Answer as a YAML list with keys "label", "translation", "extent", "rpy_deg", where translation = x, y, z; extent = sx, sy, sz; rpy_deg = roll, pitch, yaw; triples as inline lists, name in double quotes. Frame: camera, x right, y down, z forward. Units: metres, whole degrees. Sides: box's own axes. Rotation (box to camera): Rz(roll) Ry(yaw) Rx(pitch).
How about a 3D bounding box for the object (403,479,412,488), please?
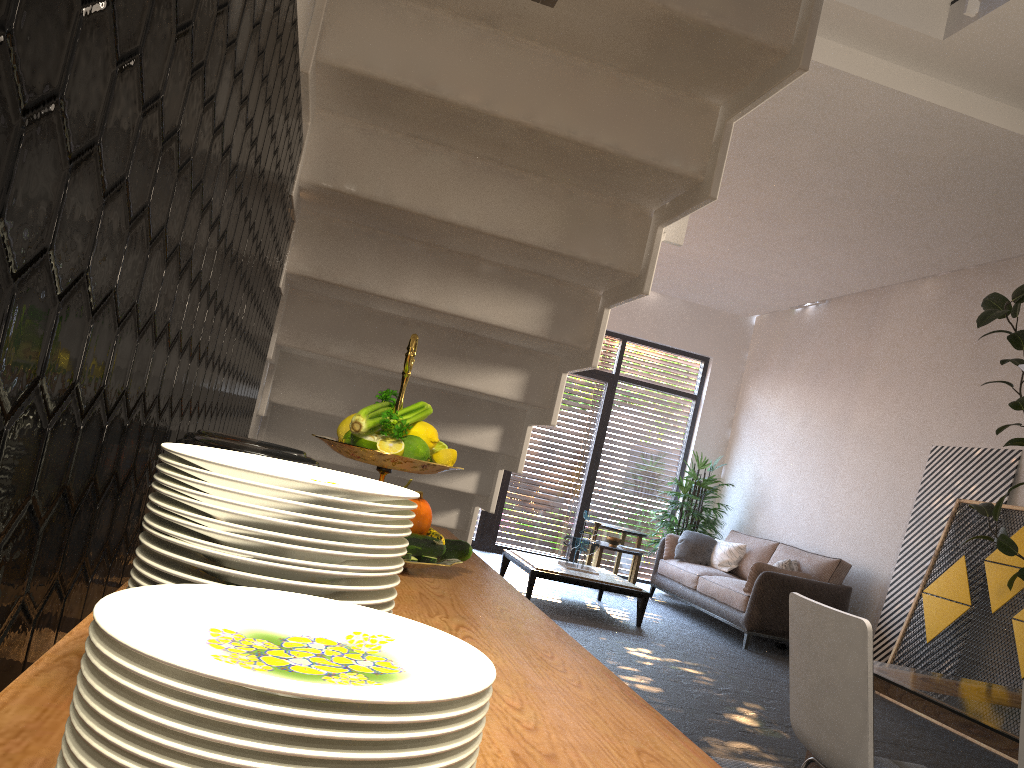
- label: "object"
  translation: [-0.228, 0.211, 1.525]
  extent: [0.125, 0.120, 0.061]
  rpy_deg: [12, -3, 20]

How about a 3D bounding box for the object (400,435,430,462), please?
- label: "object"
  translation: [-0.180, 0.122, 1.591]
  extent: [0.065, 0.059, 0.062]
  rpy_deg: [14, -3, -16]

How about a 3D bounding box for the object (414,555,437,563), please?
- label: "object"
  translation: [-0.158, 0.319, 1.617]
  extent: [0.042, 0.014, 0.044]
  rpy_deg: [13, -4, -2]

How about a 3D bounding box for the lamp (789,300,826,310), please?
- label: "lamp"
  translation: [3.184, -0.922, 9.796]
  extent: [0.254, 0.066, 0.645]
  rpy_deg: [14, -5, -12]

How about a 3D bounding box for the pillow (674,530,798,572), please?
- label: "pillow"
  translation: [2.177, 1.731, 8.696]
  extent: [0.620, 0.342, 1.893]
  rpy_deg: [14, -5, -12]

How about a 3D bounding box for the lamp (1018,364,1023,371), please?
- label: "lamp"
  translation: [2.501, -2.225, 2.427]
  extent: [1.118, 5.202, 1.063]
  rpy_deg: [13, -2, -1]

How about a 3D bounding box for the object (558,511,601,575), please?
- label: "object"
  translation: [1.164, -0.884, 3.638]
  extent: [0.365, 4.464, 8.930]
  rpy_deg: [13, -4, 0]

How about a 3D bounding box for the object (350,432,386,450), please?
- label: "object"
  translation: [-0.247, 0.116, 1.602]
  extent: [0.101, 0.062, 0.075]
  rpy_deg: [15, -4, -30]

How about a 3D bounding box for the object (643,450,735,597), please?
- label: "object"
  translation: [2.038, 1.614, 10.286]
  extent: [0.909, 1.720, 0.985]
  rpy_deg: [11, -3, 43]

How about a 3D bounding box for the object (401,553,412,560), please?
- label: "object"
  translation: [-0.193, 0.294, 1.511]
  extent: [0.043, 0.020, 0.042]
  rpy_deg: [9, -5, 40]

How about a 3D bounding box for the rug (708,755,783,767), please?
- label: "rug"
  translation: [1.611, 1.711, 2.308]
  extent: [2.377, 0.006, 3.686]
  rpy_deg: [14, -5, -12]

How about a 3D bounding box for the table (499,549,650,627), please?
- label: "table"
  translation: [0.507, 1.778, 7.817]
  extent: [1.052, 0.306, 1.116]
  rpy_deg: [14, -5, -12]

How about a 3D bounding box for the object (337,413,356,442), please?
- label: "object"
  translation: [-0.296, 0.088, 1.696]
  extent: [0.078, 0.069, 0.059]
  rpy_deg: [12, -3, 16]

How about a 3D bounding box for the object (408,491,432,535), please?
- label: "object"
  translation: [-0.189, 0.240, 1.633]
  extent: [0.087, 0.092, 0.085]
  rpy_deg: [13, -3, -7]

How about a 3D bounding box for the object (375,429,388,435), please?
- label: "object"
  translation: [-0.228, 0.121, 1.715]
  extent: [0.101, 0.078, 0.095]
  rpy_deg: [14, -4, -16]

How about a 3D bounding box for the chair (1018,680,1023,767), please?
- label: "chair"
  translation: [1.365, 1.151, 1.867]
  extent: [0.605, 0.918, 0.473]
  rpy_deg: [14, -3, -26]

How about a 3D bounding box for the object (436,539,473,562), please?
- label: "object"
  translation: [-0.185, 0.302, 1.660]
  extent: [0.241, 0.048, 0.061]
  rpy_deg: [16, -5, -31]

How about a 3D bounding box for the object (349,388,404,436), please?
- label: "object"
  translation: [-0.240, 0.052, 1.638]
  extent: [0.067, 0.100, 0.211]
  rpy_deg: [13, -4, 3]

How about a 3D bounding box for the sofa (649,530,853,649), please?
- label: "sofa"
  translation: [2.265, 1.940, 8.681]
  extent: [0.996, 0.917, 2.321]
  rpy_deg: [14, -4, -12]

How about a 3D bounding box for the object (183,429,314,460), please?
- label: "object"
  translation: [-0.364, 0.165, 1.173]
  extent: [0.173, 0.184, 0.171]
  rpy_deg: [15, -4, -35]

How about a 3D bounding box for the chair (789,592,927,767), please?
- label: "chair"
  translation: [1.068, 1.143, 2.567]
  extent: [0.603, 0.918, 0.475]
  rpy_deg: [13, -2, -9]

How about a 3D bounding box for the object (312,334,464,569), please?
- label: "object"
  translation: [-0.228, 0.113, 1.652]
  extent: [0.353, 0.425, 0.351]
  rpy_deg: [14, -3, -18]

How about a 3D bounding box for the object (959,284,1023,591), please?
- label: "object"
  translation: [3.448, 0.731, 5.018]
  extent: [0.913, 3.193, 2.003]
  rpy_deg: [14, -3, -34]

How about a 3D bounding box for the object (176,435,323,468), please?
- label: "object"
  translation: [-0.309, 0.163, 0.999]
  extent: [0.171, 0.184, 0.173]
  rpy_deg: [10, -4, 37]

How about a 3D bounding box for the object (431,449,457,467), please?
- label: "object"
  translation: [-0.126, 0.140, 1.660]
  extent: [0.044, 0.041, 0.048]
  rpy_deg: [10, -4, 39]

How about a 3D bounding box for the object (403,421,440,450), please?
- label: "object"
  translation: [-0.172, 0.097, 1.641]
  extent: [0.068, 0.058, 0.071]
  rpy_deg: [14, -4, -13]

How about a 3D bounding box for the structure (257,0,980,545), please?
- label: "structure"
  translation: [2.296, -2.474, 1.356]
  extent: [4.245, 8.292, 8.459]
  rpy_deg: [13, -3, -12]

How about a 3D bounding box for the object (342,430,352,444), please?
- label: "object"
  translation: [-0.284, 0.110, 1.655]
  extent: [0.066, 0.061, 0.063]
  rpy_deg: [13, -3, -3]

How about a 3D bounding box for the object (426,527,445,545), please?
- label: "object"
  translation: [-0.187, 0.255, 1.664]
  extent: [0.153, 0.076, 0.079]
  rpy_deg: [11, -4, 23]

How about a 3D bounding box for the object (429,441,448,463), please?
- label: "object"
  translation: [-0.154, 0.134, 1.708]
  extent: [0.060, 0.054, 0.059]
  rpy_deg: [11, -4, 22]

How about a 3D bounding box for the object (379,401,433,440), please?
- label: "object"
  translation: [-0.187, 0.065, 1.618]
  extent: [0.056, 0.081, 0.182]
  rpy_deg: [12, -4, 17]

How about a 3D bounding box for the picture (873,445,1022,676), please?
- label: "picture"
  translation: [3.299, 1.456, 6.873]
  extent: [0.208, 2.015, 0.957]
  rpy_deg: [13, -2, -12]

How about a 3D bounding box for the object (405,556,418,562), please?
- label: "object"
  translation: [-0.189, 0.310, 1.566]
  extent: [0.043, 0.016, 0.042]
  rpy_deg: [11, -5, 19]

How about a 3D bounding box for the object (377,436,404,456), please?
- label: "object"
  translation: [-0.214, 0.117, 1.563]
  extent: [0.049, 0.050, 0.052]
  rpy_deg: [13, -3, 6]

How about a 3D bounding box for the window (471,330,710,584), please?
- label: "window"
  translation: [-0.049, 0.528, 10.688]
  extent: [4.955, 3.023, 0.459]
  rpy_deg: [14, -2, -12]

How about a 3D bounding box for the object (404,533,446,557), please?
- label: "object"
  translation: [-0.196, 0.281, 1.567]
  extent: [0.053, 0.044, 0.219]
  rpy_deg: [10, -5, 35]

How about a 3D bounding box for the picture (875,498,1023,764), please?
- label: "picture"
  translation: [3.288, 1.604, 6.096]
  extent: [0.387, 1.602, 1.497]
  rpy_deg: [13, -3, -12]

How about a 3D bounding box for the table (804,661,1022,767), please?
- label: "table"
  translation: [1.689, 1.365, 2.302]
  extent: [1.000, 0.713, 1.800]
  rpy_deg: [14, -4, -12]
